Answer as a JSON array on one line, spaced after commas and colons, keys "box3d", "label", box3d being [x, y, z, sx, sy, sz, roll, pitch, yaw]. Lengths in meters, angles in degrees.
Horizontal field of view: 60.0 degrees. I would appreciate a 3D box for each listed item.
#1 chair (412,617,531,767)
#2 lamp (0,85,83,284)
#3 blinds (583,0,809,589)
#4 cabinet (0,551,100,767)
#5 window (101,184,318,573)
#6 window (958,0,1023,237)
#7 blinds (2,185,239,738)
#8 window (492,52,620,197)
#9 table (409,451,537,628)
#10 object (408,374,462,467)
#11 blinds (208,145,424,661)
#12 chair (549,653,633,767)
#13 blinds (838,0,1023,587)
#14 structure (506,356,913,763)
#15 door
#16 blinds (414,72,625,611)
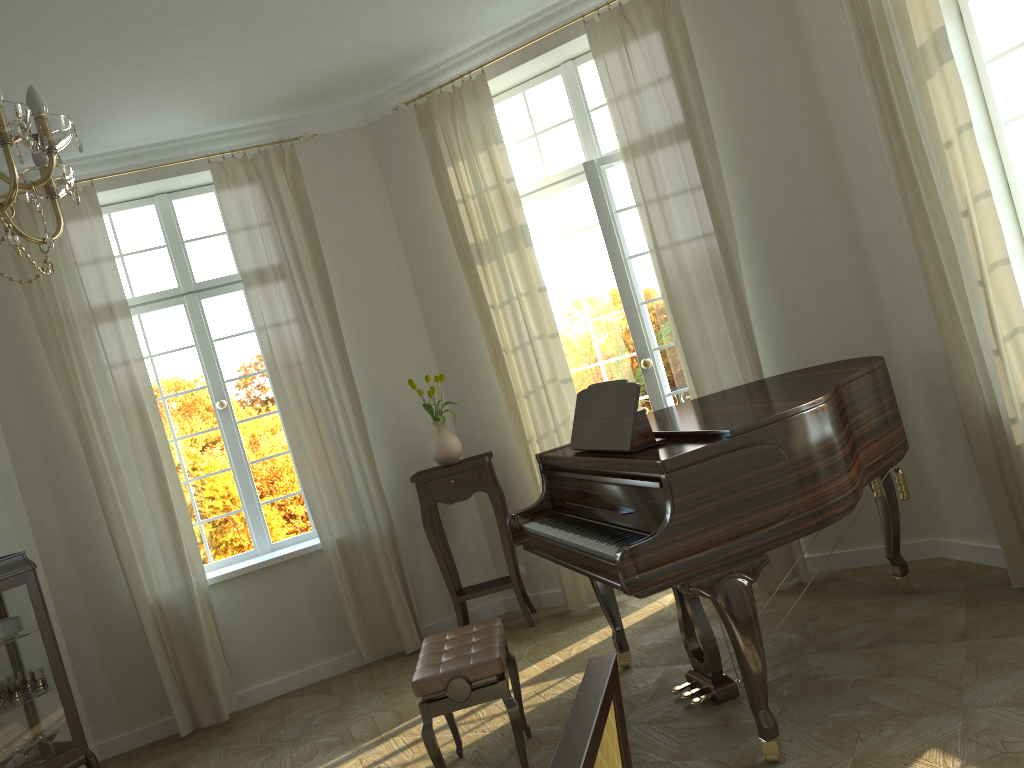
[{"box3d": [-0.147, 1.353, 3.689, 0.385, 0.563, 0.638, -16, 1, -1], "label": "chair"}, {"box3d": [-1.469, -0.934, 2.013, 0.661, 1.466, 0.662, -16, 1, -1], "label": "lamp"}, {"box3d": [1.097, -0.511, 4.954, 0.554, 3.386, 0.162, -16, 1, 24], "label": "blinds"}, {"box3d": [-2.755, 1.661, 4.661, 0.542, 1.386, 0.733, -16, 1, 29], "label": "cabinet"}, {"box3d": [-2.021, -0.062, 6.000, 1.400, 2.550, 0.181, -16, 1, -16], "label": "window"}, {"box3d": [2.380, -1.285, 3.434, 0.181, 2.550, 1.400, -16, 1, -16], "label": "window"}, {"box3d": [-2.354, 0.471, 5.368, 0.554, 3.385, 0.162, -16, 1, -10], "label": "blinds"}, {"box3d": [0.449, -1.727, 5.683, 1.380, 0.680, 0.055, -16, 1, 29], "label": "window"}, {"box3d": [-0.241, 1.058, 5.782, 0.522, 1.114, 0.344, -16, 1, 4], "label": "table"}, {"box3d": [-0.481, 0.231, 5.768, 0.264, 0.609, 0.242, -17, 1, -36], "label": "object"}, {"box3d": [-1.217, 0.142, 5.752, 0.552, 3.381, 0.159, -16, 1, -13], "label": "blinds"}, {"box3d": [-0.063, 1.089, 1.267, 0.671, 1.083, 0.730, -16, 1, 14], "label": "chair"}, {"box3d": [1.882, -0.721, 3.895, 0.162, 3.384, 0.554, -16, 1, -10], "label": "blinds"}, {"box3d": [1.061, 0.547, 3.957, 1.856, 1.439, 1.514, -16, 1, -16], "label": "structure"}, {"box3d": [0.833, -0.061, 5.545, 1.385, 2.690, 0.425, -16, 1, 30], "label": "door"}, {"box3d": [0.077, -0.224, 5.607, 0.552, 3.386, 0.159, -16, 1, 26], "label": "blinds"}]
